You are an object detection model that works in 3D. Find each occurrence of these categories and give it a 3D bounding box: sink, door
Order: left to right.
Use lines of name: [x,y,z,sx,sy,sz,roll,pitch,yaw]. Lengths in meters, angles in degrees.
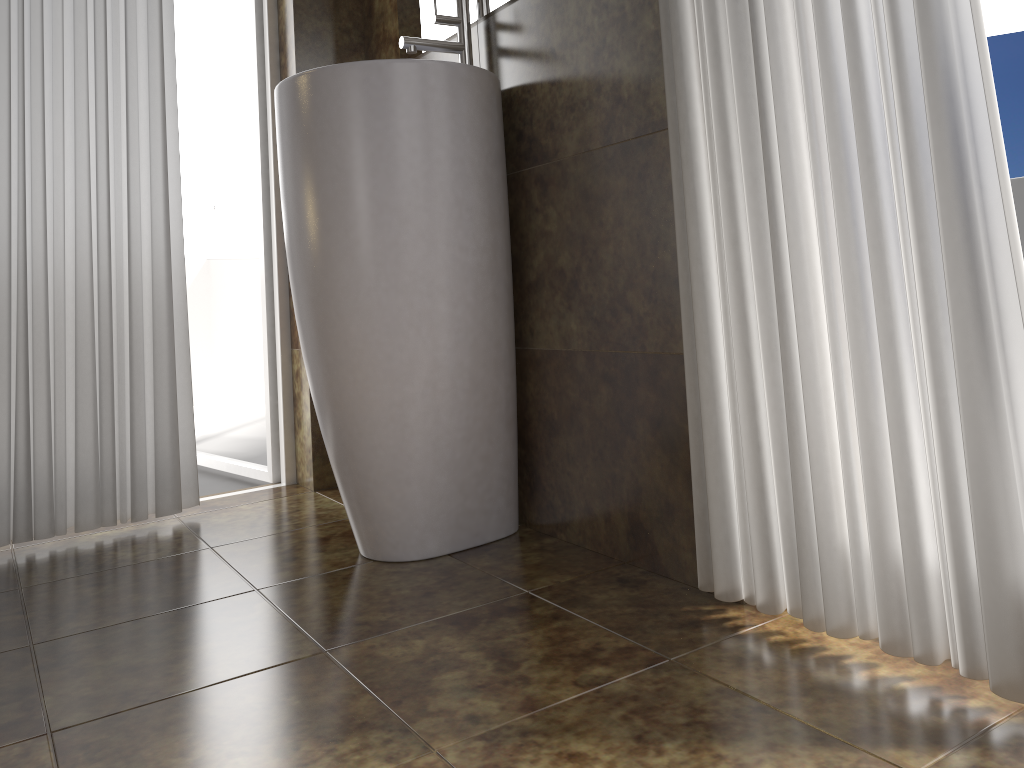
door: [-1.027,-0.851,2.832,0.040,2.249,0.944,2,-8,-43]
sink: [-0.235,-0.257,1.728,0.439,1.148,0.449,-1,-6,-29]

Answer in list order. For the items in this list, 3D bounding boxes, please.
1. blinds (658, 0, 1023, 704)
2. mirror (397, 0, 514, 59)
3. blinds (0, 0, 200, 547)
blinds: [0.341,-0.825,1.178,0.068,2.287,0.506,0,-7,-32]
mirror: [-0.119,-1.345,1.972,0.008,1.101,0.755,0,-4,-32]
blinds: [-1.060,-0.807,1.992,0.604,2.300,0.066,0,-8,-32]
